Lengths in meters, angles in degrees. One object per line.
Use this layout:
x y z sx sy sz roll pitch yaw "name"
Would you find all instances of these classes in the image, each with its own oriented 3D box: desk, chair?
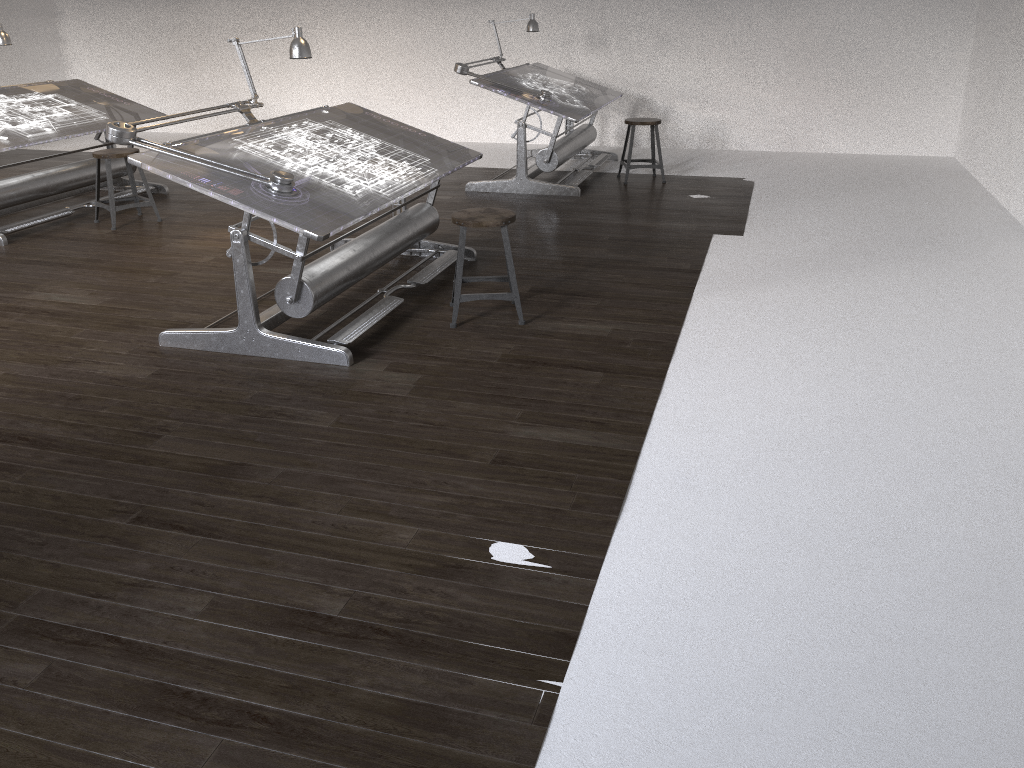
-0.981 -1.107 4.564 1.078 1.362 2.104 6 24 15 "desk"
-3.664 -1.951 6.597 1.078 1.362 2.104 6 24 15 "desk"
1.126 -2.025 7.688 0.372 0.519 0.365 -3 22 -4 "chair"
-0.136 -0.586 4.412 0.372 0.519 0.365 -3 22 -4 "chair"
-2.834 -1.427 6.437 0.361 0.519 0.375 20 30 41 "chair"
0.279 -2.544 7.836 1.078 1.362 2.104 6 24 15 "desk"
